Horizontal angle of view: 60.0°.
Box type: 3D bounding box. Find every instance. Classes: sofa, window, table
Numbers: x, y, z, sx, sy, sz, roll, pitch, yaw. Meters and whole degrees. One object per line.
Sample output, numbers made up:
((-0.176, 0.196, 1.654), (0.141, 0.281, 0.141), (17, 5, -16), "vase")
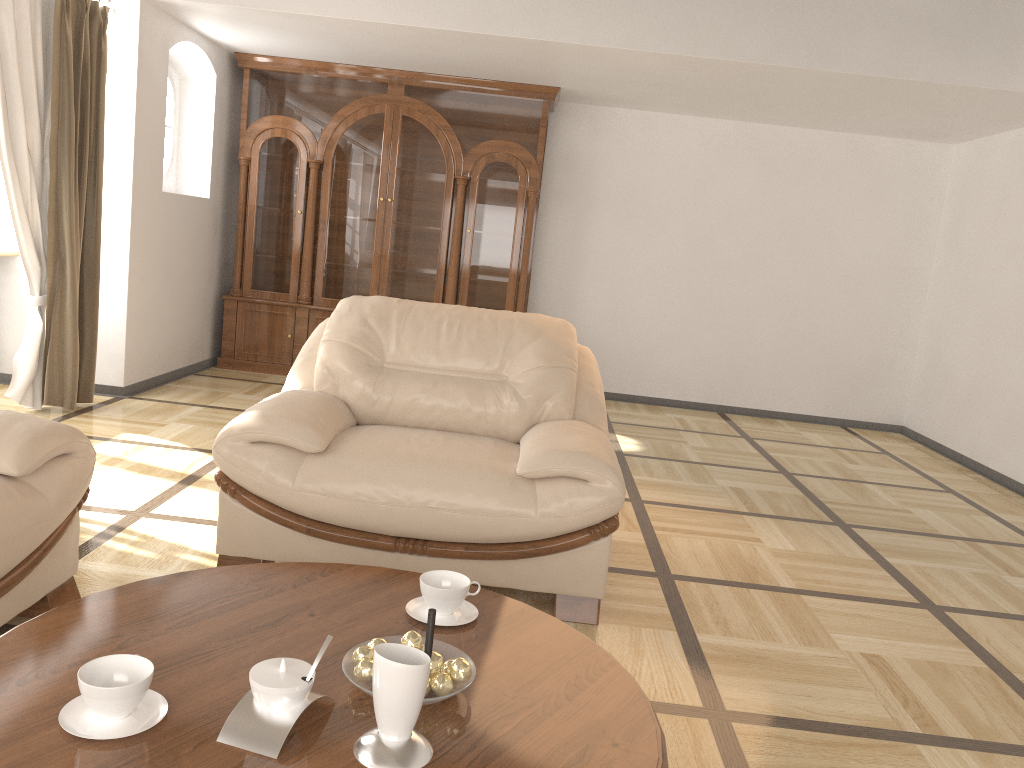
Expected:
((-0.273, 0.180, 3.233), (1.318, 0.900, 1.052), (7, 9, 1), "sofa")
((-2.903, -1.401, 4.301), (0.782, 1.500, 1.653), (7, 9, 1), "window")
((-1.720, 0.288, 1.508), (1.051, 0.900, 2.135), (7, 9, 1), "sofa")
((-0.345, 0.699, 1.514), (1.167, 0.392, 1.169), (6, 9, -4), "table")
((-2.379, -1.730, 5.895), (0.050, 0.784, 0.600), (7, 9, 1), "window")

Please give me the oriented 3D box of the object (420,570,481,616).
((-0.135, 0.435, 1.816), (0.114, 0.071, 0.105), (9, 9, 16), "object")

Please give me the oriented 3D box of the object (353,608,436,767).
((-0.166, 0.444, 1.310), (0.119, 0.210, 0.119), (3, 9, -21), "object")

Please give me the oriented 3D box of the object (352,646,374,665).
((-0.254, 0.469, 1.522), (0.040, 0.040, 0.038), (3, 9, -20), "object")

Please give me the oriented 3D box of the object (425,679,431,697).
((-0.155, 0.503, 1.473), (0.039, 0.040, 0.038), (5, 9, -8), "object")

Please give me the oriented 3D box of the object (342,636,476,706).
((-0.176, 0.498, 1.514), (0.227, 0.039, 0.227), (11, 10, 26), "object")

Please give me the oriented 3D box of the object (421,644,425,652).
((-0.172, 0.478, 1.583), (0.040, 0.039, 0.039), (8, 9, 12), "object")

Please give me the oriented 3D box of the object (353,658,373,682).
((-0.243, 0.480, 1.486), (0.041, 0.038, 0.039), (-2, 12, -45), "object")

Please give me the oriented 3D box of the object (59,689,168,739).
((-0.596, 0.495, 1.330), (0.150, 0.010, 0.150), (4, 9, -13), "object")

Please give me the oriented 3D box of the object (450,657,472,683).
((-0.086, 0.480, 1.487), (0.038, 0.042, 0.038), (8, 9, 9), "object")

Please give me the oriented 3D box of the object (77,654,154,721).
((-0.595, 0.460, 1.329), (0.105, 0.071, 0.114), (-1, 11, -38), "object")

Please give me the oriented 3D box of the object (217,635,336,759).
((-0.350, 0.456, 1.358), (0.104, 0.133, 0.178), (9, 9, 16), "object")

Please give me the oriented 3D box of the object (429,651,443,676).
((-0.137, 0.468, 1.488), (0.040, 0.041, 0.037), (10, 10, 24), "object")

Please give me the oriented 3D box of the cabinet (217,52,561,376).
((-0.940, -1.162, 6.793), (2.360, 2.298, 0.587), (7, 9, 1), "cabinet")

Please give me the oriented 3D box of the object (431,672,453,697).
((-0.117, 0.501, 1.478), (0.039, 0.039, 0.041), (3, 9, -21), "object")

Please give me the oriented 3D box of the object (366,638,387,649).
((-0.237, 0.466, 1.557), (0.039, 0.039, 0.041), (-1, 11, -39), "object")

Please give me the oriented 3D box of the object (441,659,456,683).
((-0.103, 0.493, 1.520), (0.038, 0.041, 0.041), (4, 9, -14), "object")

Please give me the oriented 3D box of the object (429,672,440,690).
((-0.141, 0.500, 1.512), (0.041, 0.038, 0.040), (11, 10, 29), "object")

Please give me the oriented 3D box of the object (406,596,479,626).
((-0.144, 0.469, 1.823), (0.150, 0.010, 0.150), (5, 9, -9), "object")

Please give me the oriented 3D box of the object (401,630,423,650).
((-0.176, 0.454, 1.553), (0.038, 0.044, 0.038), (7, 9, 7), "object")

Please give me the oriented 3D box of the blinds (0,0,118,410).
((-2.445, -0.633, 2.302), (0.285, 2.294, 5.765), (7, 9, 1), "blinds")
